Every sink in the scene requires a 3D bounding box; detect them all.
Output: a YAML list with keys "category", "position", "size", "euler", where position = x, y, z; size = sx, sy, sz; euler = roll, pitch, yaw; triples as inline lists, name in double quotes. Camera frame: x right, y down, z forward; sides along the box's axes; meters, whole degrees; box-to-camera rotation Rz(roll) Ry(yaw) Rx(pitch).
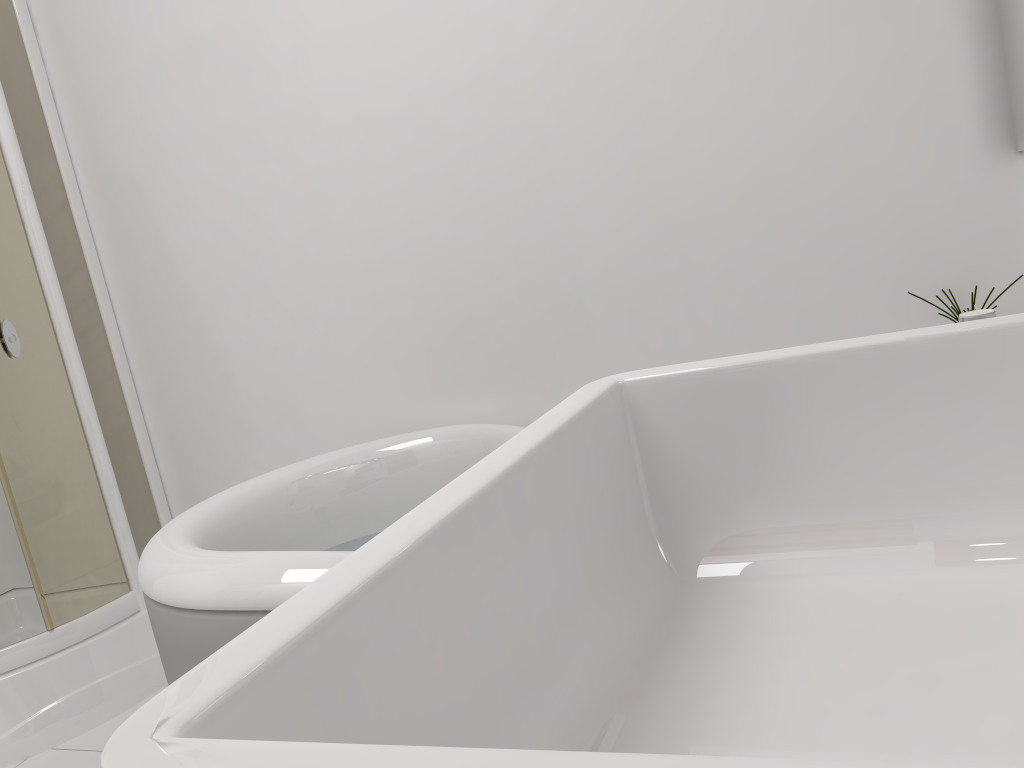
- category: "sink"
  position: [0.256, 0.227, 0.515]
  size: [0.552, 0.673, 0.657]
  euler: [-9, 9, 24]

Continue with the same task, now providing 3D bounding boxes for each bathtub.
- category: "bathtub"
  position: [0.166, 0.462, 1.821]
  size: [1.863, 0.674, 1.055]
  euler: [-9, 9, 24]

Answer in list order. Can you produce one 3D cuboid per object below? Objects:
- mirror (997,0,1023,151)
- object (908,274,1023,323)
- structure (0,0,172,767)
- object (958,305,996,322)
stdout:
- category: "mirror"
  position: [0.464, -0.627, 0.587]
  size: [0.022, 0.887, 2.600]
  euler: [-9, 9, 24]
- category: "object"
  position: [0.959, -0.053, 1.833]
  size: [0.154, 0.326, 0.215]
  euler: [-18, 10, -34]
- category: "structure"
  position: [-1.790, -0.046, 2.566]
  size: [0.933, 2.234, 0.932]
  euler: [-9, 9, 24]
- category: "object"
  position: [0.456, 0.031, 0.896]
  size: [0.182, 0.203, 0.059]
  euler: [-18, 10, -35]
